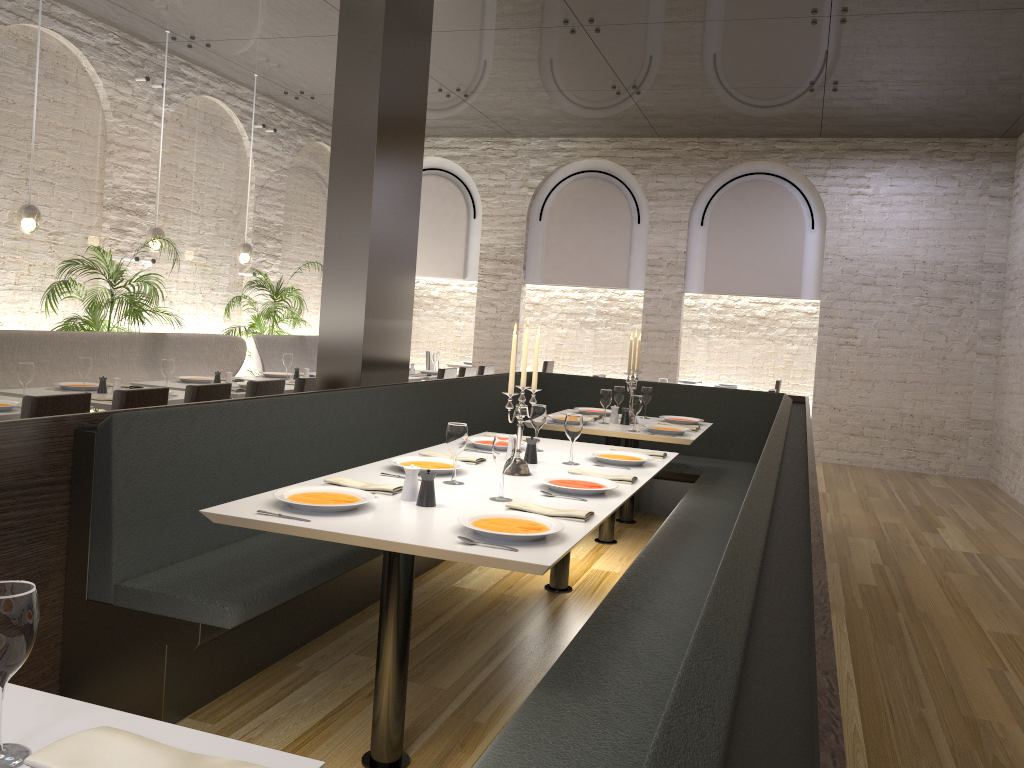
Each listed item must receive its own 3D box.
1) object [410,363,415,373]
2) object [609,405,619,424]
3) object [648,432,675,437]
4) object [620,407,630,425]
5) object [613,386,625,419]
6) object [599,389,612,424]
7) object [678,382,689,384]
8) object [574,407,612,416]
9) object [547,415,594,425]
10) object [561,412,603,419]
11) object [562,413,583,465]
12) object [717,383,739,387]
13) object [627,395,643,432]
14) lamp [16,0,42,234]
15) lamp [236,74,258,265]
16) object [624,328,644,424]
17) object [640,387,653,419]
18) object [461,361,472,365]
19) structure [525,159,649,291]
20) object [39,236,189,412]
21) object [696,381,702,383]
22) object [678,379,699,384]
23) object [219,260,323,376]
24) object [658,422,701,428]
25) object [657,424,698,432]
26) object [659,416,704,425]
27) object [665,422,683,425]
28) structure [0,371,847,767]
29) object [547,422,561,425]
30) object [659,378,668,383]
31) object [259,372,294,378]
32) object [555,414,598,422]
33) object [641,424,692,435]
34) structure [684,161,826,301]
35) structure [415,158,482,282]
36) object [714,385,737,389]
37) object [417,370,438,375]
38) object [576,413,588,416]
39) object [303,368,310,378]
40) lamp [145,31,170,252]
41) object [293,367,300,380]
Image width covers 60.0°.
[{"bbox_3d":[-1.125,-0.184,10.005,0.059,0.109,0.059,3,3,-36],"label":"object"},{"bbox_3d":[0.700,0.208,6.050,0.068,0.126,0.069,3,2,-30],"label":"object"},{"bbox_3d":[0.924,0.312,5.495,0.181,0.015,0.038,5,4,20],"label":"object"},{"bbox_3d":[0.768,0.216,6.002,0.068,0.126,0.069,3,2,-30],"label":"object"},{"bbox_3d":[0.770,0.133,6.399,0.086,0.230,0.086,3,2,-36],"label":"object"},{"bbox_3d":[0.628,0.152,5.967,0.086,0.230,0.086,3,2,-36],"label":"object"},{"bbox_3d":[2.290,-0.012,11.735,0.185,0.010,0.017,5,3,18],"label":"object"},{"bbox_3d":[0.618,0.210,6.574,0.322,0.036,0.322,5,4,14],"label":"object"},{"bbox_3d":[0.384,0.241,5.865,0.321,0.036,0.322,4,4,-6],"label":"object"},{"bbox_3d":[0.495,0.227,6.288,0.273,0.033,0.143,5,4,18],"label":"object"},{"bbox_3d":[0.280,0.255,4.091,0.086,0.230,0.086,5,2,30],"label":"object"},{"bbox_3d":[2.861,0.017,11.738,0.321,0.036,0.322,1,5,-37],"label":"object"},{"bbox_3d":[0.781,0.187,5.614,0.086,0.230,0.086,3,2,-36],"label":"object"},{"bbox_3d":[-3.690,-2.179,6.862,0.178,2.038,0.178,4,1,3],"label":"lamp"},{"bbox_3d":[-2.814,-2.298,9.526,0.177,2.038,0.178,4,1,-3],"label":"lamp"},{"bbox_3d":[0.835,-0.058,6.118,0.132,0.656,0.390,5,2,29],"label":"object"},{"bbox_3d":[0.987,0.139,6.525,0.086,0.230,0.086,4,2,-12],"label":"object"},{"bbox_3d":[-0.586,-0.301,12.873,0.321,0.036,0.322,1,5,-37],"label":"object"},{"bbox_3d":[1.004,-2.100,11.601,1.635,1.673,0.098,5,2,18],"label":"structure"},{"bbox_3d":[-3.501,-0.358,7.731,1.144,1.972,1.191,3,2,-31],"label":"object"},{"bbox_3d":[2.476,-0.036,12.227,0.273,0.033,0.143,5,4,18],"label":"object"},{"bbox_3d":[2.352,-0.030,11.908,0.321,0.036,0.322,1,5,-37],"label":"object"},{"bbox_3d":[-2.716,-0.461,10.067,1.145,1.972,1.190,4,2,-1],"label":"object"},{"bbox_3d":[1.145,0.288,6.068,0.273,0.033,0.143,5,4,18],"label":"object"},{"bbox_3d":[1.097,0.294,5.921,0.273,0.033,0.143,5,4,18],"label":"object"},{"bbox_3d":[1.218,0.265,6.375,0.321,0.036,0.322,2,4,-24],"label":"object"},{"bbox_3d":[1.158,0.280,6.205,0.181,0.015,0.038,5,4,20],"label":"object"},{"bbox_3d":[-0.516,0.702,2.203,2.374,0.999,10.755,5,4,18],"label":"structure"},{"bbox_3d":[0.312,0.259,5.672,0.185,0.010,0.017,5,3,18],"label":"object"},{"bbox_3d":[1.363,0.065,8.019,0.086,0.230,0.087,2,2,-42],"label":"object"},{"bbox_3d":[-2.120,-0.078,7.994,0.321,0.036,0.322,1,5,-35],"label":"object"},{"bbox_3d":[0.447,0.234,6.141,0.273,0.033,0.143,5,4,18],"label":"object"},{"bbox_3d":[0.985,0.297,5.666,0.321,0.036,0.322,4,4,-6],"label":"object"},{"bbox_3d":[3.012,-1.915,10.941,1.635,1.673,0.098,5,2,18],"label":"structure"},{"bbox_3d":[-1.138,-2.298,12.305,1.635,1.673,0.098,5,2,18],"label":"structure"},{"bbox_3d":[2.747,0.039,11.397,0.273,0.033,0.143,5,4,18],"label":"object"},{"bbox_3d":[-0.910,-0.126,9.956,0.321,0.036,0.322,1,5,-35],"label":"object"},{"bbox_3d":[0.554,0.227,6.408,0.185,0.010,0.017,5,3,18],"label":"object"},{"bbox_3d":[-1.826,-0.089,7.873,0.059,0.109,0.059,3,3,-36],"label":"object"},{"bbox_3d":[-3.247,-2.239,8.208,0.177,2.038,0.178,4,1,-3],"label":"lamp"},{"bbox_3d":[-1.907,-0.093,7.852,0.059,0.109,0.059,3,3,-36],"label":"object"}]
